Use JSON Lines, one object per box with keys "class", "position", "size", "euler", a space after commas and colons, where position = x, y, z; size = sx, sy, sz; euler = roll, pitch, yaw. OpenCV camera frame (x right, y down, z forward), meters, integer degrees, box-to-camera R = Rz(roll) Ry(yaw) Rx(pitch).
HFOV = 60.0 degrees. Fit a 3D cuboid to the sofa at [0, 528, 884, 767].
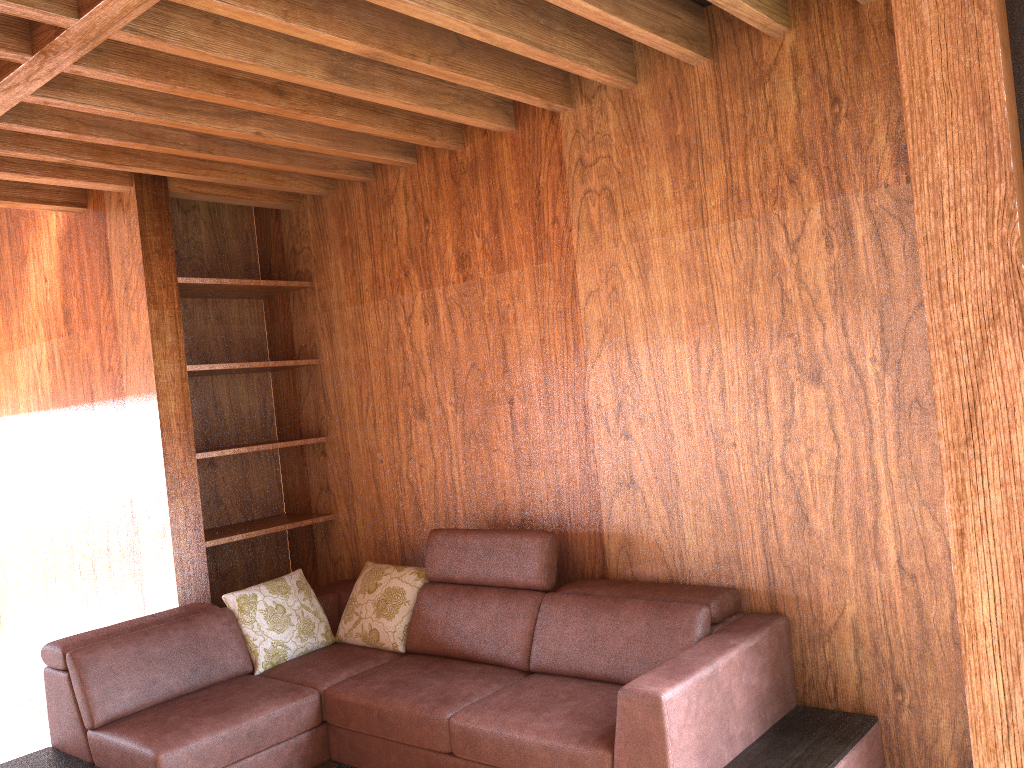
{"class": "sofa", "position": [-0.393, 0.971, 2.831], "size": [2.485, 0.760, 1.713], "euler": [-7, -1, 40]}
